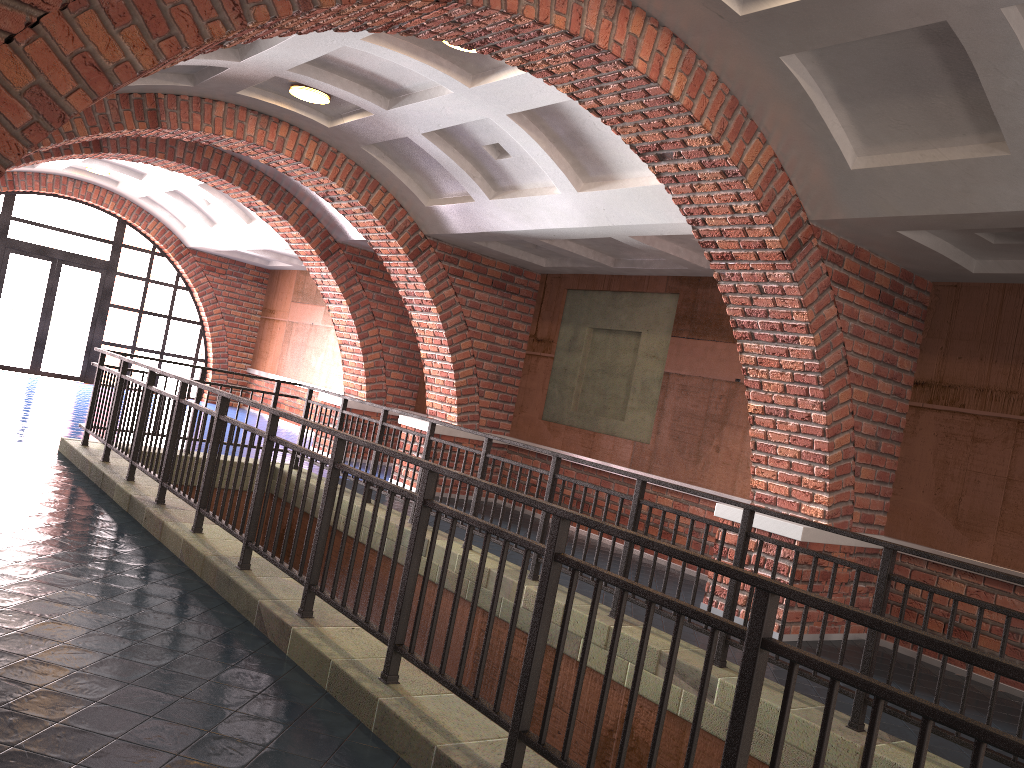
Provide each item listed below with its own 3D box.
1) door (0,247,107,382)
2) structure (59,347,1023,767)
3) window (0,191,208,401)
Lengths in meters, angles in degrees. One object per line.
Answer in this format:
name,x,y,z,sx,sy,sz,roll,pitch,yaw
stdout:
door,-8.760,-1.269,16.666,1.754,2.236,0.040,12,-1,-37
structure,-0.614,3.180,5.098,2.464,5.665,11.178,12,-1,-37
window,-8.604,-1.816,16.701,6.352,3.471,0.100,12,-1,-37
